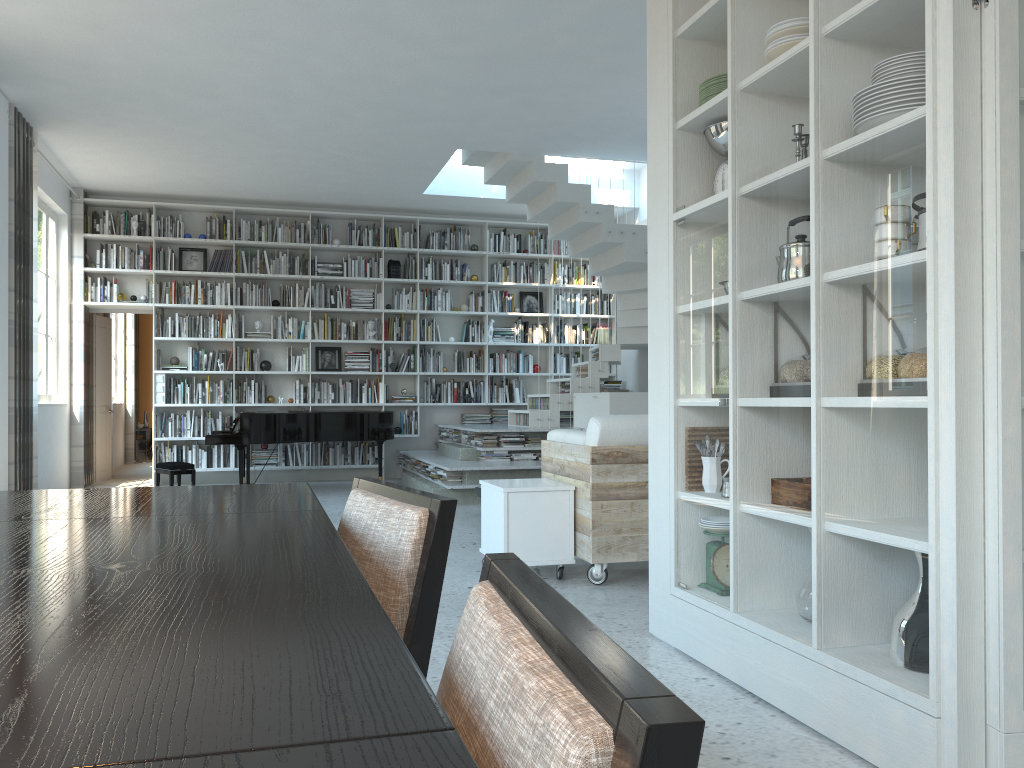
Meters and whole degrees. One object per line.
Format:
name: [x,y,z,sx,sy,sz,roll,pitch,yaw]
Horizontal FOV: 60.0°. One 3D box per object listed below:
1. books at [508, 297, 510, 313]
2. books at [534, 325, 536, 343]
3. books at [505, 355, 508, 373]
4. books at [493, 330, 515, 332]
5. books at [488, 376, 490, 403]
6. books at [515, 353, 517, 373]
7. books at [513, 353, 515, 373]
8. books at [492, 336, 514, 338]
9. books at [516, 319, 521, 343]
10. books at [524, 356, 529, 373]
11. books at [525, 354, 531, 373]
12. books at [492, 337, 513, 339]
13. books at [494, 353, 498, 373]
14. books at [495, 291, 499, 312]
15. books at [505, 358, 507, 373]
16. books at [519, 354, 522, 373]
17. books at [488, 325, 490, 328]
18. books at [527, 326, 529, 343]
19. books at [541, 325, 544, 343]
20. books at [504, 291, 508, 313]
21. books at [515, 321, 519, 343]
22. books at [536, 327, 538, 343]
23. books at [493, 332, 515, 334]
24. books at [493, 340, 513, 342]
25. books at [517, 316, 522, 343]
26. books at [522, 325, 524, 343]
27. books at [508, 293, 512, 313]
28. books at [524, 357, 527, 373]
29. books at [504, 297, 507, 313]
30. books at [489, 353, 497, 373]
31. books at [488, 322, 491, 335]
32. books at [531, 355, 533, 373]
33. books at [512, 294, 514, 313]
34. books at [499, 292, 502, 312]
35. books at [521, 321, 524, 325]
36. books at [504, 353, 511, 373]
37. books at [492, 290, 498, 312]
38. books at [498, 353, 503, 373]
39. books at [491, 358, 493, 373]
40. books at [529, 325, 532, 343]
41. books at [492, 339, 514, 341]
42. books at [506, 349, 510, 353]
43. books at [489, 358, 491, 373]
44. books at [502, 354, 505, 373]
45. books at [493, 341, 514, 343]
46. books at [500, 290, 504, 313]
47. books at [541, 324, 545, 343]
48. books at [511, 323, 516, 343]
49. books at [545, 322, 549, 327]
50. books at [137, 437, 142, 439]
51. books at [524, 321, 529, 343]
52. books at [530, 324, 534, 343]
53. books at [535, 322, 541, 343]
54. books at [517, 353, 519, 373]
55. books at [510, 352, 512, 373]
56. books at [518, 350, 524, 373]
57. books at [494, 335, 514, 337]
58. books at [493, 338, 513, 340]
books: [-0.063,-0.973,11.037,0.033,0.213,0.152,0,-1,-16]
books: [0.266,-0.614,11.147,0.028,0.235,0.129,0,-1,-16]
books: [-0.083,-0.246,11.025,0.012,0.229,0.179,0,-1,-16]
books: [-0.126,-0.650,11.016,0.285,0.012,0.159,0,-1,-21]
books: [-0.299,0.066,10.967,0.014,0.337,0.132,0,-1,-16]
books: [0.031,-0.255,11.042,0.014,0.249,0.177,0,-1,-16]
books: [0.006,-0.254,11.056,0.026,0.246,0.165,0,-1,-16]
books: [-0.130,-0.577,11.021,0.285,0.012,0.159,0,-1,-18]
books: [0.078,-0.648,11.059,0.011,0.300,0.184,0,-1,-16]
books: [0.171,-0.239,11.106,0.037,0.218,0.139,0,-1,-16]
books: [0.203,-0.248,11.106,0.025,0.235,0.181,0,-1,-16]
books: [-0.131,-0.565,11.021,0.254,0.012,0.161,0,-1,-14]
books: [-0.205,-0.255,10.996,0.024,0.247,0.143,0,-1,-16]
books: [-0.186,-1.009,11.014,0.012,0.285,0.159,0,-1,-16]
books: [-0.099,-0.222,11.010,0.027,0.181,0.186,0,-1,-16]
books: [0.085,-0.253,11.058,0.023,0.244,0.189,0,-1,-16]
books: [-0.309,-0.610,10.946,0.027,0.221,0.184,0,-1,-16]
books: [0.186,-0.636,11.129,0.010,0.278,0.129,0,-1,-16]
books: [0.352,-0.617,11.142,0.041,0.239,0.176,0,-1,-16]
books: [-0.085,-1.009,11.027,0.014,0.285,0.175,0,-1,-16]
books: [0.060,-0.640,11.081,0.012,0.285,0.159,0,-1,-16]
books: [0.293,-0.603,11.148,0.025,0.213,0.155,0,-1,-16]
books: [-0.127,-0.626,11.020,0.285,0.012,0.159,0,-1,-19]
books: [-0.130,-0.529,11.017,0.254,0.012,0.161,0,-1,-20]
books: [0.088,-0.668,11.061,0.010,0.339,0.180,0,-1,-16]
books: [0.106,-0.616,11.074,0.030,0.236,0.179,0,-1,-16]
books: [-0.037,-0.993,11.044,0.021,0.253,0.167,0,-1,-16]
books: [0.143,-0.231,11.082,0.030,0.201,0.189,0,-1,-16]
books: [-0.095,-0.970,11.012,0.013,0.207,0.189,0,-1,-16]
books: [-0.236,-0.253,10.975,0.047,0.244,0.177,0,-1,-16]
books: [-0.290,-0.632,10.983,0.028,0.267,0.138,0,-1,-16]
books: [0.227,-0.242,11.114,0.027,0.223,0.170,0,-1,-16]
books: [-0.011,-0.988,11.041,0.026,0.243,0.178,0,-1,-16]
books: [-0.162,-1.001,11.031,0.043,0.269,0.131,0,-1,-16]
books: [0.122,-0.638,11.096,0.013,0.280,0.131,0,-1,-16]
books: [-0.057,-0.259,11.009,0.028,0.255,0.191,0,-1,-16]
books: [-0.225,-1.011,10.996,0.065,0.289,0.146,0,-1,-16]
books: [-0.158,-0.254,10.990,0.045,0.246,0.185,0,-1,-16]
books: [-0.262,-0.223,10.971,0.022,0.184,0.162,0,-1,-16]
books: [0.212,-0.618,11.114,0.031,0.242,0.147,0,-1,-16]
books: [-0.129,-0.541,11.014,0.285,0.012,0.159,0,-1,-11]
books: [-0.044,-0.280,11.035,0.013,0.299,0.147,0,-1,-16]
books: [-0.284,-0.225,10.967,0.023,0.186,0.159,0,-1,-16]
books: [-0.128,-0.251,11.015,0.026,0.239,0.177,0,-1,-16]
books: [-0.129,-0.516,11.016,0.285,0.012,0.159,0,-1,-12]
books: [-0.129,-1.011,11.016,0.012,0.287,0.176,0,-1,-16]
books: [0.379,-0.624,11.165,0.024,0.255,0.145,0,-1,-16]
books: [0.021,-0.625,11.059,0.012,0.254,0.161,0,-1,-16]
books: [0.448,-0.638,11.201,0.029,0.283,0.138,0,-1,-16]
books: [-5.844,0.844,13.759,0.128,0.030,0.182,0,-1,6]
books: [0.160,-0.639,11.094,0.059,0.282,0.167,0,-1,-16]
books: [0.237,-0.622,11.140,0.031,0.250,0.133,0,-1,-16]
books: [0.322,-0.633,11.131,0.021,0.271,0.191,0,-1,-16]
books: [0.061,-0.257,11.077,0.012,0.254,0.161,0,-1,-16]
books: [-0.027,-0.262,11.022,0.012,0.262,0.186,0,-1,-16]
books: [0.107,-0.276,11.069,0.026,0.290,0.181,0,-1,-16]
books: [-0.128,-0.589,11.015,0.254,0.012,0.161,0,-1,-21]
books: [-0.130,-0.553,11.017,0.254,0.012,0.161,0,-1,-12]
